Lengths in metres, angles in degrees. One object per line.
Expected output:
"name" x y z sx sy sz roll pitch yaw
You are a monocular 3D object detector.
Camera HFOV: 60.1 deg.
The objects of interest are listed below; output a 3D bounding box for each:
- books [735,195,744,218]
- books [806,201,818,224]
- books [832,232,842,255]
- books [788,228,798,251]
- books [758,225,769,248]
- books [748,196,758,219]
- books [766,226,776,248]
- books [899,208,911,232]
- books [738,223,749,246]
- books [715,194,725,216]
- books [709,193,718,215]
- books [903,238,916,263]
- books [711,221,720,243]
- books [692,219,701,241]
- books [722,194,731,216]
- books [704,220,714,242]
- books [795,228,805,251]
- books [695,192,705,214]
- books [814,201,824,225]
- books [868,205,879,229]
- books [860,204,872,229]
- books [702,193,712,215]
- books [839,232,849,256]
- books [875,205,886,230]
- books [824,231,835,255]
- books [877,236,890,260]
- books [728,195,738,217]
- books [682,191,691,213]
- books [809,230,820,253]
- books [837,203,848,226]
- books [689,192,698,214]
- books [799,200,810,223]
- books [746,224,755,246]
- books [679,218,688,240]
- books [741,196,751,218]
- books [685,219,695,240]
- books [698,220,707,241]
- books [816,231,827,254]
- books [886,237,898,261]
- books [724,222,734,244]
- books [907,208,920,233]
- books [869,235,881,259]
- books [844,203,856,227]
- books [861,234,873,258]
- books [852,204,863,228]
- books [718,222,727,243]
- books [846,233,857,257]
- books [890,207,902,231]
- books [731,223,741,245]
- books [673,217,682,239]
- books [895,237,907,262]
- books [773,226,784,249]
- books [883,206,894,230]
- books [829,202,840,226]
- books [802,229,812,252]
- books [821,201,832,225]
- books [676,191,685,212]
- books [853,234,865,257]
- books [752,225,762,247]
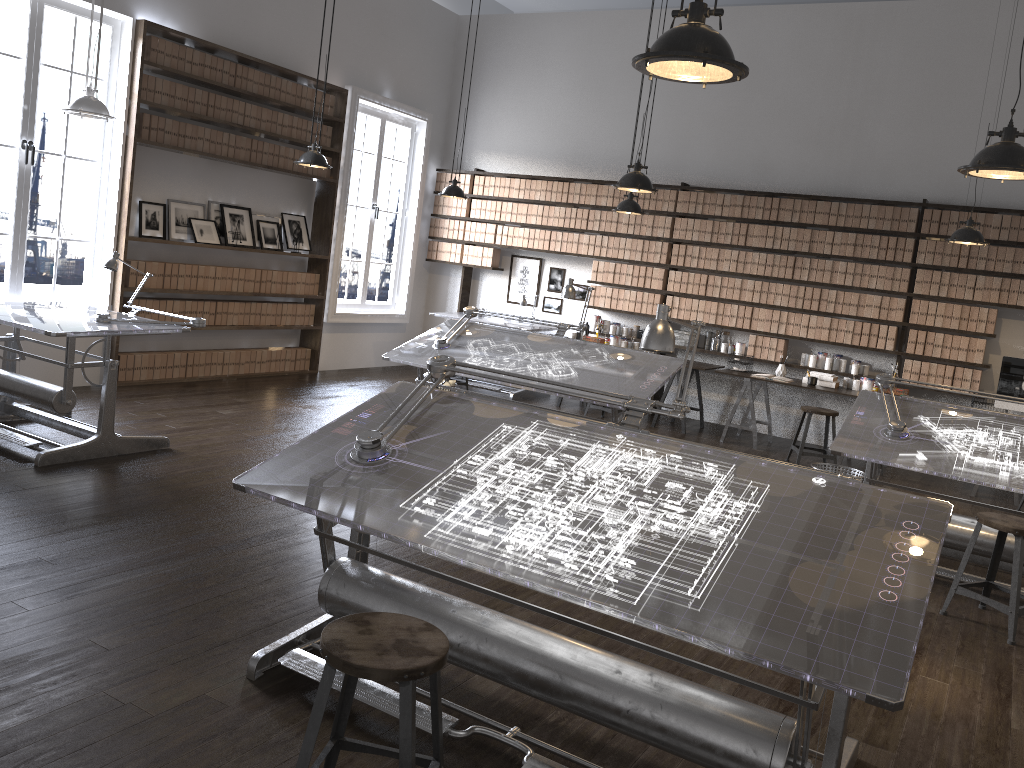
"books" 2.322 -1.786 8.955 0.067 0.225 0.175 10 7 29
"books" 2.929 -1.660 8.609 0.067 0.224 0.175 10 7 29
"books" 3.132 -1.338 8.493 0.067 0.224 0.175 10 7 29
"books" 2.780 -1.411 8.697 0.067 0.224 0.175 10 7 29
"books" 2.529 -1.463 8.838 0.067 0.225 0.175 10 7 29
"books" 2.443 -1.762 8.891 0.067 0.224 0.174 10 7 29
"books" 2.591 -1.450 8.803 0.067 0.224 0.175 10 7 29
"books" 3.642 -1.512 8.197 0.067 0.224 0.174 10 7 29
"books" 2.356 -1.499 8.940 0.067 0.225 0.175 10 7 29
"books" 2.149 -1.822 9.056 0.067 0.225 0.175 10 7 29
"books" 2.091 -1.835 9.094 0.067 0.224 0.175 10 7 29
"books" 3.676 -1.225 8.179 0.067 0.224 0.175 10 7 29
"books" 2.112 -1.551 9.087 0.067 0.224 0.175 10 7 29
"books" 1.942 -1.585 9.182 0.067 0.224 0.175 10 7 29
"books" 2.212 -1.809 9.022 0.067 0.224 0.175 10 7 29
"books" 2.052 -1.562 9.115 0.067 0.225 0.175 10 7 29
"books" 2.835 -1.400 8.667 0.067 0.224 0.175 10 7 29
"books" 1.971 -1.860 9.161 0.067 0.224 0.174 10 7 29
"books" 2.992 -1.647 8.571 0.067 0.224 0.175 10 7 29
"books" 3.411 -1.560 8.327 0.067 0.224 0.175 10 7 29
"books" 3.348 -1.572 8.362 0.067 0.225 0.175 10 7 29
"books" 2.032 -1.847 9.130 0.067 0.224 0.174 10 7 29
"books" 3.187 -1.327 8.463 0.067 0.224 0.175 10 7 29
"books" 3.466 -1.549 8.298 0.067 0.224 0.175 10 7 29
"books" 3.070 -1.351 8.527 0.067 0.225 0.175 10 7 29
"books" 3.485 -1.265 8.293 0.067 0.224 0.175 10 7 29
"books" 2.267 -1.798 8.992 0.067 0.224 0.175 10 7 29
"books" 1.845 -1.885 9.230 0.067 0.225 0.175 10 7 29
"books" 2.953 -1.376 8.601 0.067 0.224 0.174 10 7 29
"books" 3.170 -1.610 8.467 0.067 0.224 0.174 10 7 29
"books" 1.907 -1.872 9.194 0.067 0.224 0.175 10 7 29
"books" 2.870 -1.673 8.645 0.067 0.224 0.174 10 7 29
"books" 2.422 -1.486 8.908 0.067 0.224 0.175 10 7 29
"books" 1.821 -1.611 9.254 0.067 0.224 0.175 10 7 29
"books" 2.382 -1.774 8.926 0.067 0.224 0.175 10 7 29
"books" 1.879 -1.598 9.216 0.067 0.225 0.175 10 7 29
"books" 1.997 -1.575 9.152 0.067 0.224 0.175 10 7 29
"books" 3.011 -1.363 8.565 0.067 0.224 0.175 10 7 29
"books" 3.546 -1.251 8.251 0.067 0.225 0.175 10 7 29
"books" 2.231 -1.525 9.013 0.067 0.224 0.174 10 7 29
"books" 3.700 -1.499 8.158 0.067 0.224 0.174 10 7 29
"books" 3.422 -1.277 8.324 0.067 0.224 0.174 10 7 29
"books" 3.231 -1.598 8.436 0.067 0.224 0.174 10 7 29
"books" 3.363 -1.290 8.363 0.067 0.224 0.174 10 7 29
"books" 3.290 -1.585 8.400 0.067 0.224 0.175 10 7 29
"books" 2.173 -1.538 9.052 0.067 0.224 0.174 10 7 29
"books" 3.242 -1.314 8.426 0.067 0.225 0.175 10 7 29
"books" 3.581 -1.525 8.232 0.067 0.224 0.175 10 7 29
"books" 2.295 -1.513 8.982 0.067 0.224 0.175 10 7 29
"books" 1.763 -1.624 9.291 0.067 0.224 0.174 10 7 29
"books" 3.612 -1.238 8.219 0.067 0.224 0.175 10 7 29
"books" 2.654 -1.437 8.770 0.067 0.224 0.174 10 7 29
"books" 3.521 -1.536 8.261 0.067 0.225 0.175 10 7 29
"books" 3.106 -1.623 8.500 0.067 0.224 0.175 10 7 29
"books" 2.889 -1.388 8.630 0.067 0.225 0.175 10 7 29
"books" 3.044 -1.635 8.536 0.067 0.225 0.175 10 7 29
"books" 1.793 -1.897 9.265 0.067 0.224 0.175 10 7 29
"books" 3.302 -1.303 8.398 0.067 0.224 0.175 10 7 29
"books" 2.477 -1.474 8.873 0.067 0.224 0.175 10 7 29
